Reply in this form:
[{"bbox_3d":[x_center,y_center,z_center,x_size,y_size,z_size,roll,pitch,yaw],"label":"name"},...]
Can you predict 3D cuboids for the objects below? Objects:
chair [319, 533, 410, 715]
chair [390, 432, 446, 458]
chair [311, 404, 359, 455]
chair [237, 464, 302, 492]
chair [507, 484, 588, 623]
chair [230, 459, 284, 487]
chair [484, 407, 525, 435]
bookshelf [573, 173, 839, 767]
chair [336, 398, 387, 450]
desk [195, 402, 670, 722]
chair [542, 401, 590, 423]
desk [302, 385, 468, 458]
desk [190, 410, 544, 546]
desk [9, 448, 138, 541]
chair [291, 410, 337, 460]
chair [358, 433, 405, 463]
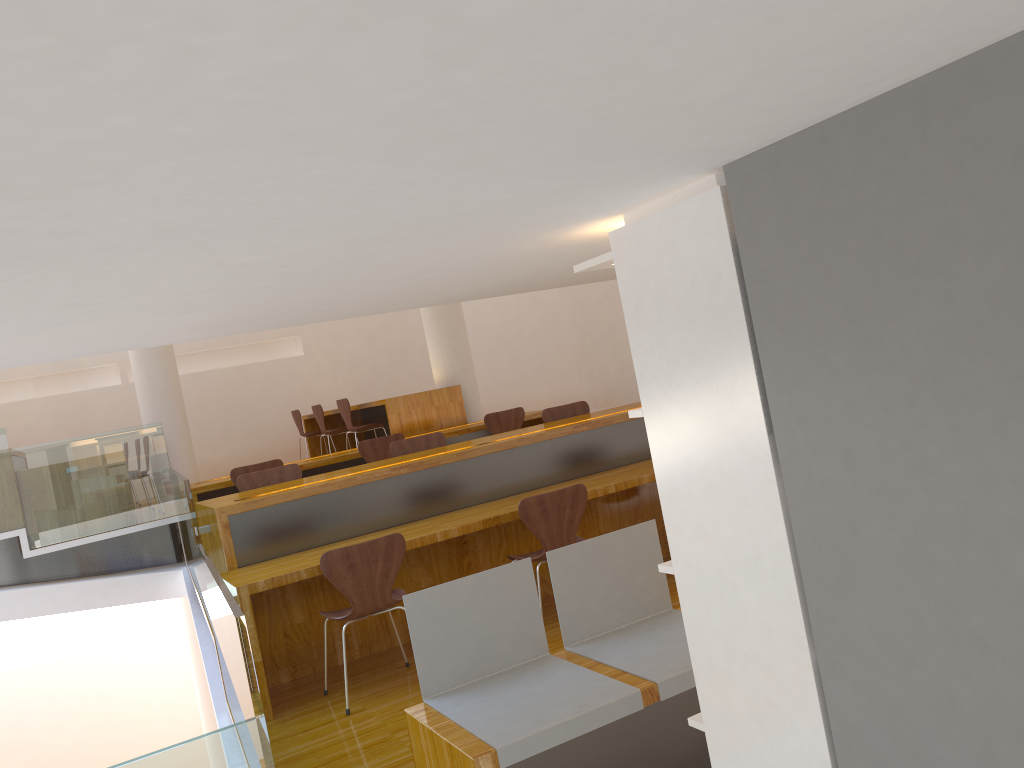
[{"bbox_3d":[-0.662,1.038,4.006,0.428,0.693,0.381,-11,0,-27],"label":"chair"},{"bbox_3d":[-0.482,0.670,5.642,0.428,0.693,0.381,-11,0,-27],"label":"chair"},{"bbox_3d":[-1.872,0.535,9.511,0.381,0.693,0.428,-11,0,-27],"label":"chair"},{"bbox_3d":[-1.329,0.838,5.197,0.428,0.693,0.381,-11,0,-27],"label":"chair"},{"bbox_3d":[0.185,0.870,4.451,0.428,0.693,0.381,-11,0,-27],"label":"chair"},{"bbox_3d":[-1.884,0.935,6.649,0.428,0.693,0.381,-11,0,-27],"label":"chair"},{"bbox_3d":[-0.080,0.576,7.641,0.428,0.693,0.381,-11,0,-27],"label":"chair"},{"bbox_3d":[1.709,0.299,2.414,2.984,1.836,0.498,-11,0,-27],"label":"bookshelf"},{"bbox_3d":[-1.434,0.456,8.647,0.381,0.693,0.428,-11,0,-27],"label":"chair"},{"bbox_3d":[-0.050,0.797,5.162,3.236,0.918,1.285,-11,0,-27],"label":"desk"},{"bbox_3d":[0.511,0.473,6.121,0.428,0.693,0.381,-11,0,-27],"label":"chair"},{"bbox_3d":[-1.483,0.497,9.684,0.760,0.606,3.185,-11,0,-27],"label":"desk"},{"bbox_3d":[-1.109,0.826,7.601,3.185,0.606,0.760,-11,0,-27],"label":"desk"},{"bbox_3d":[-4.424,0.998,8.105,1.527,0.785,3.243,-11,0,-27],"label":"desk"},{"bbox_3d":[-2.344,0.619,10.522,0.381,0.693,0.428,-11,0,-27],"label":"chair"},{"bbox_3d":[-1.038,0.767,7.094,0.428,0.693,0.381,-11,0,-27],"label":"chair"}]
